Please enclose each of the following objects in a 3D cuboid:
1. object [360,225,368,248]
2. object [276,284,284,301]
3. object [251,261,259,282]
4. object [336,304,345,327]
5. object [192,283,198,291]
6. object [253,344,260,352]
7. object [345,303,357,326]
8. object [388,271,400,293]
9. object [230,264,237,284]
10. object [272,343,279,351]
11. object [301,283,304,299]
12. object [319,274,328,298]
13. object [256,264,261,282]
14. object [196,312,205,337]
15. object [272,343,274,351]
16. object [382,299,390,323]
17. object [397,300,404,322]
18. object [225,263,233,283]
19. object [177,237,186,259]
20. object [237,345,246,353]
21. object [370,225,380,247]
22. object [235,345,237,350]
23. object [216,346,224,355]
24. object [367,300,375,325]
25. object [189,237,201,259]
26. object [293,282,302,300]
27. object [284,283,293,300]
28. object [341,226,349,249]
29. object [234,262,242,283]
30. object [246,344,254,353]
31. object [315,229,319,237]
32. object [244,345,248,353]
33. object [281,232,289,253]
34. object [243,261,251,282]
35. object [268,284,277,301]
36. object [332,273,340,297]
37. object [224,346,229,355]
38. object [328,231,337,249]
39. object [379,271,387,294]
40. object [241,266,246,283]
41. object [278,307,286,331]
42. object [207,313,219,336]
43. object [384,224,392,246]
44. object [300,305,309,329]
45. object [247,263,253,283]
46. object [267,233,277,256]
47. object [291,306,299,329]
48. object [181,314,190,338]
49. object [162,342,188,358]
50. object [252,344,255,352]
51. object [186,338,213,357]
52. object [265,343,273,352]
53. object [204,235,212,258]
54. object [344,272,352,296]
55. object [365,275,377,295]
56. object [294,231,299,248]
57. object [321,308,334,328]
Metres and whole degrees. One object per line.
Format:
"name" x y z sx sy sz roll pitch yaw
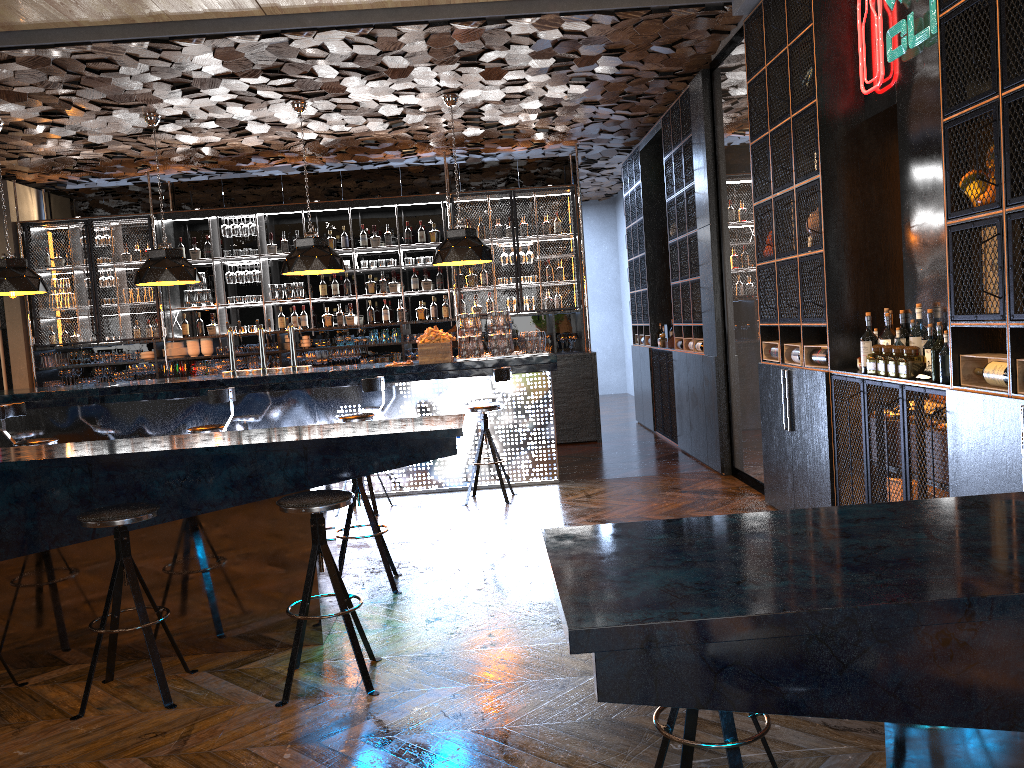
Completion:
"object" -1.829 -1.815 10.932 0.086 0.298 0.086 -8 5 -43
"object" -2.872 -1.128 10.991 0.105 0.209 0.105 0 5 43
"object" -3.139 -1.376 10.821 0.092 0.244 0.092 -7 5 -41
"object" -2.127 -0.850 10.980 0.083 0.282 0.083 -4 4 -1
"object" -3.949 -1.262 10.996 0.105 0.209 0.105 0 5 43
"object" -3.094 -0.436 10.776 0.093 0.099 0.093 -3 4 18
"object" -1.989 -0.857 10.970 0.123 0.279 0.123 -3 4 12
"object" -1.455 -1.259 10.960 0.123 0.279 0.123 -3 4 12
"object" -3.456 -1.364 10.977 0.092 0.244 0.092 -7 5 -41
"object" -2.884 -0.454 10.844 0.095 0.096 0.095 -2 4 22
"object" -2.625 -1.146 10.993 0.105 0.209 0.105 0 5 43
"object" -2.333 -1.206 10.956 0.086 0.299 0.086 -8 5 -43
"object" -3.144 -1.387 10.985 0.092 0.244 0.092 -7 5 -41
"object" -3.837 -0.732 10.908 0.086 0.297 0.086 -2 5 32
"object" -2.997 -0.460 11.039 0.095 0.096 0.095 -3 4 15
"object" -1.567 -0.900 11.002 0.086 0.298 0.086 -8 5 -43
"object" -1.383 -0.904 11.000 0.083 0.282 0.083 -5 4 -16
"object" -3.450 -1.353 10.812 0.092 0.244 0.092 -7 5 -41
"object" -4.062 -1.654 10.896 0.086 0.298 0.086 -8 5 -43
"object" -3.303 -0.425 10.821 0.109 0.100 0.109 -5 4 -18
"object" -1.687 -1.813 10.916 0.123 0.279 0.123 -5 4 -13
"object" -3.462 -0.427 11.035 0.089 0.100 0.100 -5 4 -8
"object" -3.540 -0.402 10.755 0.100 0.100 0.089 -4 4 3
"object" -1.746 -0.884 10.965 0.086 0.297 0.086 -2 5 32
"object" -3.882 -1.653 10.857 0.123 0.279 0.123 -5 4 -13
"object" -2.633 -1.138 10.885 0.105 0.209 0.105 0 5 43
"object" -2.742 -1.132 10.906 0.105 0.209 0.105 0 5 43
"object" -2.063 -1.797 10.932 0.086 0.298 0.086 -8 5 -43
"object" -3.341 -1.361 10.815 0.092 0.244 0.092 -7 5 -41
"object" -3.196 -0.432 10.820 0.093 0.099 0.093 -3 4 15
"object" -2.393 -1.765 10.910 0.083 0.282 0.083 -5 4 -16
"object" -3.308 -0.435 10.979 0.109 0.100 0.109 -5 4 -18
"object" -2.796 -1.729 10.900 0.083 0.282 0.083 -5 4 -16
"object" -3.242 -1.368 10.818 0.092 0.244 0.092 -7 5 -41
"object" -2.932 -1.116 10.874 0.105 0.209 0.105 0 5 43
"object" -2.189 -1.220 10.985 0.086 0.298 0.086 -8 5 -43
"object" -3.460 -0.412 10.813 0.089 0.100 0.100 -1 5 35
"object" -2.232 -1.759 10.915 0.151 0.248 0.094 -4 4 2
"object" -1.594 -1.252 10.970 0.083 0.282 0.083 -4 4 -1
"object" -3.346 -1.372 10.980 0.092 0.244 0.092 -7 5 -41
"object" -2.847 -0.805 10.966 0.086 0.299 0.086 -8 5 -43
"object" -3.680 -0.733 10.924 0.123 0.279 0.123 -3 4 12
"object" -1.527 -1.828 10.934 0.083 0.282 0.083 -4 4 -1
"object" -2.572 -0.826 10.975 0.086 0.298 0.086 -8 5 -43
"object" -3.247 -1.379 10.983 0.092 0.244 0.092 -7 5 -41
"object" -2.953 -1.715 10.897 0.123 0.279 0.123 -5 4 -13
"object" -2.691 -0.820 10.995 0.086 0.298 0.086 -8 5 -43
"object" -4.029 -0.719 10.934 0.086 0.299 0.086 -8 5 -43
"object" -4.115 -0.416 10.851 0.306 0.195 0.300 -4 4 0
"object" -3.199 -0.439 10.928 0.093 0.099 0.093 -5 4 -14
"object" -3.807 -0.447 10.825 0.309 0.216 0.149 -4 4 -4
"object" -2.952 -0.444 10.770 0.095 0.096 0.095 -6 4 -28
"object" -3.728 -1.677 10.877 0.086 0.299 0.086 -8 5 -43
"object" -2.036 -1.228 10.961 0.086 0.297 0.086 -8 5 -43
"object" -1.747 -1.223 10.966 0.151 0.248 0.094 -5 4 -13
"object" -2.631 -1.741 10.904 0.083 0.282 0.083 -3 4 13
"object" -2.280 -0.821 10.976 0.151 0.248 0.094 -5 4 -13
